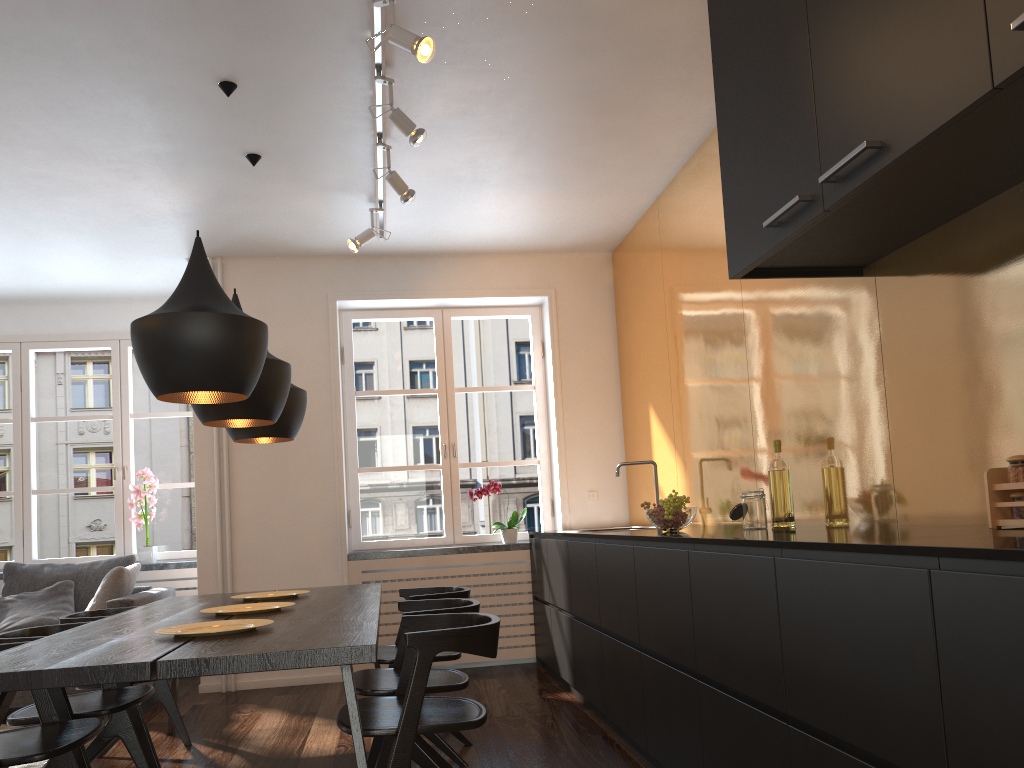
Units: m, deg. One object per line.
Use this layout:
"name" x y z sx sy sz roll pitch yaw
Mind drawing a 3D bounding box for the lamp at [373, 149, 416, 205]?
"lamp" -0.553 -0.988 4.179 0.085 0.237 0.252 -6 -7 32

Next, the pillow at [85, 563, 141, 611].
"pillow" -2.454 1.315 5.392 0.286 0.411 0.498 -2 -7 -9

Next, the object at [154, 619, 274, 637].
"object" -0.930 0.768 2.775 0.355 0.016 0.359 -3 -9 -5

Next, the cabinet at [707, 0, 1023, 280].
"cabinet" 1.054 -1.030 2.058 0.531 1.042 1.972 -2 -8 -8

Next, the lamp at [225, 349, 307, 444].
"lamp" -1.182 -0.001 4.180 0.412 0.537 0.413 -6 -7 25

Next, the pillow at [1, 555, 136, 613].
"pillow" -2.921 1.384 5.789 0.836 0.474 0.277 -2 -6 -8

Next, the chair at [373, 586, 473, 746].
"chair" -0.435 1.292 4.061 0.519 0.666 0.598 -2 -6 -12

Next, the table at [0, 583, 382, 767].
"table" -1.039 1.218 3.385 1.106 0.674 2.522 -2 -8 -8

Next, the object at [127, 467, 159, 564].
"object" -2.642 0.946 6.348 0.201 0.686 0.299 -1 -6 -29

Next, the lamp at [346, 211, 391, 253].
"lamp" -0.808 -0.851 4.972 0.250 0.238 0.086 -1 -6 -21

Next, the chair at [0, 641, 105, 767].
"chair" -1.507 1.132 2.622 0.519 0.666 0.598 -2 -6 -10

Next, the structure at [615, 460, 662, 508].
"structure" 0.718 0.622 4.941 0.266 0.383 0.110 -4 -5 7

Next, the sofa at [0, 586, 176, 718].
"sofa" -3.634 1.586 4.787 3.066 0.667 2.057 -2 -8 -8

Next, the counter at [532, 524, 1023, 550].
"counter" 0.822 0.573 3.466 0.731 0.002 5.105 -2 -9 -8

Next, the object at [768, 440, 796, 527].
"object" 1.048 0.387 3.455 0.092 0.337 0.092 1 -6 -41

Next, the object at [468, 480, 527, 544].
"object" -0.097 0.865 5.974 0.406 0.434 0.231 1 -7 -32

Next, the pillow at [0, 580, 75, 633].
"pillow" -3.003 1.408 5.530 0.492 0.319 0.448 0 -8 -27

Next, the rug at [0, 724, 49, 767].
"rug" -3.479 1.732 3.646 2.837 0.012 2.861 1 -10 -28

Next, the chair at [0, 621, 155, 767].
"chair" -1.593 1.230 3.226 0.519 0.666 0.598 -2 -6 -8

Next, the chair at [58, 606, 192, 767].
"chair" -1.694 1.339 3.899 0.519 0.666 0.598 -2 -6 -10

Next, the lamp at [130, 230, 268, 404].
"lamp" -0.987 -0.223 2.802 0.413 0.537 0.412 -8 -8 39

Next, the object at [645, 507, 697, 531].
"object" 0.668 0.569 3.704 0.220 0.096 0.219 -10 -10 39

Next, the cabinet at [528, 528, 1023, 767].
"cabinet" 0.847 1.017 3.431 0.732 0.893 5.108 -2 -9 -8

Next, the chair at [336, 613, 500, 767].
"chair" -0.279 1.083 2.755 0.519 0.666 0.598 -2 -6 -9

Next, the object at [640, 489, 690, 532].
"object" 0.654 0.529 3.694 0.178 0.172 0.241 0 -8 -23

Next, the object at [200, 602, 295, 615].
"object" -1.023 0.874 3.434 0.356 0.016 0.359 1 -10 -27

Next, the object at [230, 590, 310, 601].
"object" -1.117 0.981 4.093 0.355 0.016 0.359 -3 -9 -5

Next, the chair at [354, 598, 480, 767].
"chair" -0.364 1.180 3.355 0.519 0.666 0.598 -2 -6 -10

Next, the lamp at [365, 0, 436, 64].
"lamp" 0.382 -0.478 2.579 1.840 1.835 0.089 -6 -5 26

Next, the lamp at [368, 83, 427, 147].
"lamp" -0.455 -1.089 3.549 0.251 0.238 0.085 3 -8 -42

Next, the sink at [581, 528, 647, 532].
"sink" 0.761 0.573 3.592 0.481 0.242 3.445 -2 -9 -10

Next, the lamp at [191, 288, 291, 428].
"lamp" -1.085 -0.112 3.491 0.411 0.537 0.414 0 -7 -32

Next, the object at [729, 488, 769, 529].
"object" 0.904 0.474 3.357 0.088 0.150 0.178 0 -8 -31
